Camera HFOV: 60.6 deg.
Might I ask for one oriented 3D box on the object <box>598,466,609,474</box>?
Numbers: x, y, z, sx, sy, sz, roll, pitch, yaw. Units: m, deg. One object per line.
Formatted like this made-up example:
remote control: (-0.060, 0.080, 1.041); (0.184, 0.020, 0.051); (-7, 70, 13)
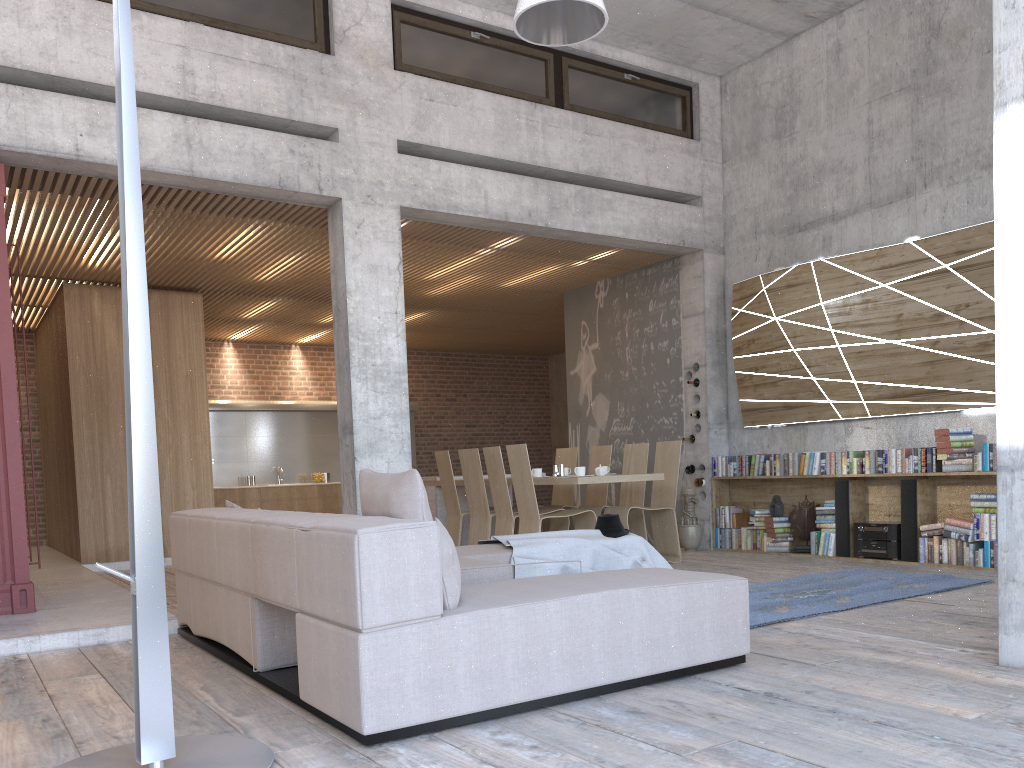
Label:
object: (0.894, 0.848, 8.569); (0.093, 0.088, 0.117); (-3, -2, 21)

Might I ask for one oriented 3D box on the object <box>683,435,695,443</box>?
object: (2.035, 0.613, 9.777); (0.337, 0.095, 0.095); (1, -3, -33)

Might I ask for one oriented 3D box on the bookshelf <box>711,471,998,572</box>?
bookshelf: (3.764, 1.147, 7.449); (0.302, 0.802, 5.348); (-4, -4, -33)

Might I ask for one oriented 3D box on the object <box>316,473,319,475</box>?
object: (-3.219, 1.503, 14.527); (0.051, 0.054, 0.063); (-2, -2, 3)

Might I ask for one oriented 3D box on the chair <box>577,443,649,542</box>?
chair: (1.037, 1.208, 8.932); (0.719, 1.198, 0.349); (-3, 2, -37)

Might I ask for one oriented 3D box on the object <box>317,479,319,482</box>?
object: (-3.189, 1.597, 14.466); (0.051, 0.053, 0.063); (-2, -2, 10)

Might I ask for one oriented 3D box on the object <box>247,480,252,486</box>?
object: (-4.181, 1.533, 14.054); (0.144, 0.211, 0.052); (-2, 2, -33)

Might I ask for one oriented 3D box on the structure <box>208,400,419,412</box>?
structure: (-3.428, 0.371, 14.693); (4.069, 0.157, 0.209); (1, -4, -33)

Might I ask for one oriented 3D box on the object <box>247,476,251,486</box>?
object: (-4.209, 1.552, 14.035); (0.060, 0.160, 0.060); (-3, 2, -18)

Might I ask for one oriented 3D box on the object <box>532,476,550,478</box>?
object: (0.244, 0.894, 8.380); (0.186, 0.014, 0.185); (-7, -8, 43)

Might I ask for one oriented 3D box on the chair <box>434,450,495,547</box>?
chair: (-0.389, 1.292, 9.215); (0.720, 1.199, 0.348); (-3, 2, -28)

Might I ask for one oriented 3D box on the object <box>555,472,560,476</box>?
object: (0.436, 0.860, 8.384); (0.051, 0.045, 0.051); (-2, -2, -15)

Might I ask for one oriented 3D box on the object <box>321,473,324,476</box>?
object: (-3.144, 1.503, 14.543); (0.050, 0.060, 0.059); (-2, -1, 2)

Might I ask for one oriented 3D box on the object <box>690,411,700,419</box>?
object: (2.108, 0.342, 9.706); (0.346, 0.094, 0.094); (1, -3, -33)

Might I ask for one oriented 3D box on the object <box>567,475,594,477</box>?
object: (0.605, 0.818, 7.748); (0.186, 0.014, 0.185); (-7, -8, 43)

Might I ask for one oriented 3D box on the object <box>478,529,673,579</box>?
object: (0.563, 1.288, 6.283); (1.594, 0.504, 1.048); (-1, -4, -14)

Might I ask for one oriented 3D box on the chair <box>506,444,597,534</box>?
chair: (0.367, 1.133, 7.895); (0.719, 1.199, 0.348); (-3, 2, -29)

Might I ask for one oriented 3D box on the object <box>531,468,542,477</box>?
object: (0.240, 0.850, 8.364); (0.093, 0.088, 0.117); (-3, -2, 11)

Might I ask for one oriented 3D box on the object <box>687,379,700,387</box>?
object: (2.062, -0.014, 9.666); (0.334, 0.090, 0.090); (1, -3, -33)

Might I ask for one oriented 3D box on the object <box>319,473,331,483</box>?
object: (-3.156, 1.586, 14.807); (0.190, 0.171, 0.191); (-2, -2, -22)

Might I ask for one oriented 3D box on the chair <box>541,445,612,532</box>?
chair: (0.693, 1.258, 9.312); (0.719, 1.198, 0.348); (-3, 2, -33)

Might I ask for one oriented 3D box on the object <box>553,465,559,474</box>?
object: (0.423, 0.835, 8.444); (0.052, 0.110, 0.052); (-2, 1, 12)

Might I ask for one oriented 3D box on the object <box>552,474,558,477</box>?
object: (0.412, 0.874, 8.383); (0.051, 0.019, 0.050); (-6, -6, 40)

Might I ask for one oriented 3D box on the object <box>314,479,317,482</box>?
object: (-3.242, 1.600, 14.490); (0.064, 0.063, 0.073); (-3, -2, 22)

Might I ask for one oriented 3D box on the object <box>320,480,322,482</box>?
object: (-3.164, 1.606, 14.543); (0.061, 0.056, 0.051); (-1, -2, -42)

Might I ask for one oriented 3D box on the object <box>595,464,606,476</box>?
object: (0.836, 0.817, 8.295); (0.122, 0.112, 0.089); (-1, -1, -42)

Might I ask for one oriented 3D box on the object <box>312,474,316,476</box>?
object: (-3.276, 1.507, 14.510); (0.053, 0.052, 0.063); (-1, -2, -41)

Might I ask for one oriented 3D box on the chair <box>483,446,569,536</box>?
chair: (0.143, 1.187, 8.353); (0.720, 1.199, 0.348); (-3, 2, -28)

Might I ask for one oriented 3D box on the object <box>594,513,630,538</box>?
object: (0.703, 1.022, 6.348); (0.303, 0.169, 0.298); (-6, -5, 44)

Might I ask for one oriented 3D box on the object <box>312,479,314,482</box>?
object: (-3.284, 1.600, 14.533); (0.060, 0.057, 0.052); (-2, -1, 4)

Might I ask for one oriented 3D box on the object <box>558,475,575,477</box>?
object: (0.536, 0.932, 8.892); (0.185, 0.014, 0.186); (0, -6, -20)

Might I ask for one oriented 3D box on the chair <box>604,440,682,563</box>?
chair: (1.272, 1.155, 8.481); (0.719, 1.198, 0.348); (-3, 2, -33)

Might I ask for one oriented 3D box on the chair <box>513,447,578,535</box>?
chair: (0.367, 1.309, 9.704); (0.719, 1.198, 0.349); (-3, 2, -39)

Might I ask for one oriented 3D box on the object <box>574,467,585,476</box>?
object: (0.602, 0.775, 7.733); (0.093, 0.088, 0.117); (-3, -2, 11)

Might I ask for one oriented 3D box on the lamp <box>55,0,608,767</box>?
lamp: (-0.597, -0.381, 3.501); (0.756, 3.435, 2.619); (0, 2, 45)

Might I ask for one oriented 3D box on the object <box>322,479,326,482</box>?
object: (-3.114, 1.599, 14.511); (0.053, 0.052, 0.062); (-3, -2, 41)

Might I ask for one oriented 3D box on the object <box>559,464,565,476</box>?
object: (0.478, 0.829, 8.423); (0.052, 0.112, 0.052); (-2, 2, 12)

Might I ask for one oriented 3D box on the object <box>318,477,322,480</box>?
object: (-3.164, 1.562, 14.477); (0.061, 0.055, 0.051); (-2, -1, -19)

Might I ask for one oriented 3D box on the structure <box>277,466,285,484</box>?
structure: (-3.780, 1.586, 14.446); (0.114, 0.477, 0.248); (-4, 2, -33)

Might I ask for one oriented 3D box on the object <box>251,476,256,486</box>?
object: (-4.150, 1.553, 14.074); (0.060, 0.160, 0.060); (-3, 2, -18)

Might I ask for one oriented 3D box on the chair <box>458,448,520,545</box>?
chair: (-0.119, 1.239, 8.787); (0.719, 1.198, 0.349); (-3, 2, -36)

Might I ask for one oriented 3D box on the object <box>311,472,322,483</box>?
object: (-3.207, 1.546, 14.529); (0.189, 0.175, 0.208); (-1, -2, -33)

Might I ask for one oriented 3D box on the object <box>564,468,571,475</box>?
object: (0.535, 0.894, 8.899); (0.093, 0.088, 0.117); (-3, -3, 31)

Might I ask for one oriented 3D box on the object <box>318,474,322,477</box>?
object: (-3.166, 1.512, 14.481); (0.051, 0.053, 0.063); (-3, -2, 15)

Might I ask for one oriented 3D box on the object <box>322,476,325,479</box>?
object: (-3.134, 1.551, 14.527); (0.061, 0.054, 0.053); (-1, -2, -42)

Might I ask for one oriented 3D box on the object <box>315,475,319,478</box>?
object: (-3.220, 1.523, 14.461); (0.061, 0.052, 0.053); (-3, -1, 15)

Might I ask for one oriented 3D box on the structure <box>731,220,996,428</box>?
structure: (3.310, -0.471, 7.922); (0.357, 1.534, 3.428); (-4, -3, -33)
